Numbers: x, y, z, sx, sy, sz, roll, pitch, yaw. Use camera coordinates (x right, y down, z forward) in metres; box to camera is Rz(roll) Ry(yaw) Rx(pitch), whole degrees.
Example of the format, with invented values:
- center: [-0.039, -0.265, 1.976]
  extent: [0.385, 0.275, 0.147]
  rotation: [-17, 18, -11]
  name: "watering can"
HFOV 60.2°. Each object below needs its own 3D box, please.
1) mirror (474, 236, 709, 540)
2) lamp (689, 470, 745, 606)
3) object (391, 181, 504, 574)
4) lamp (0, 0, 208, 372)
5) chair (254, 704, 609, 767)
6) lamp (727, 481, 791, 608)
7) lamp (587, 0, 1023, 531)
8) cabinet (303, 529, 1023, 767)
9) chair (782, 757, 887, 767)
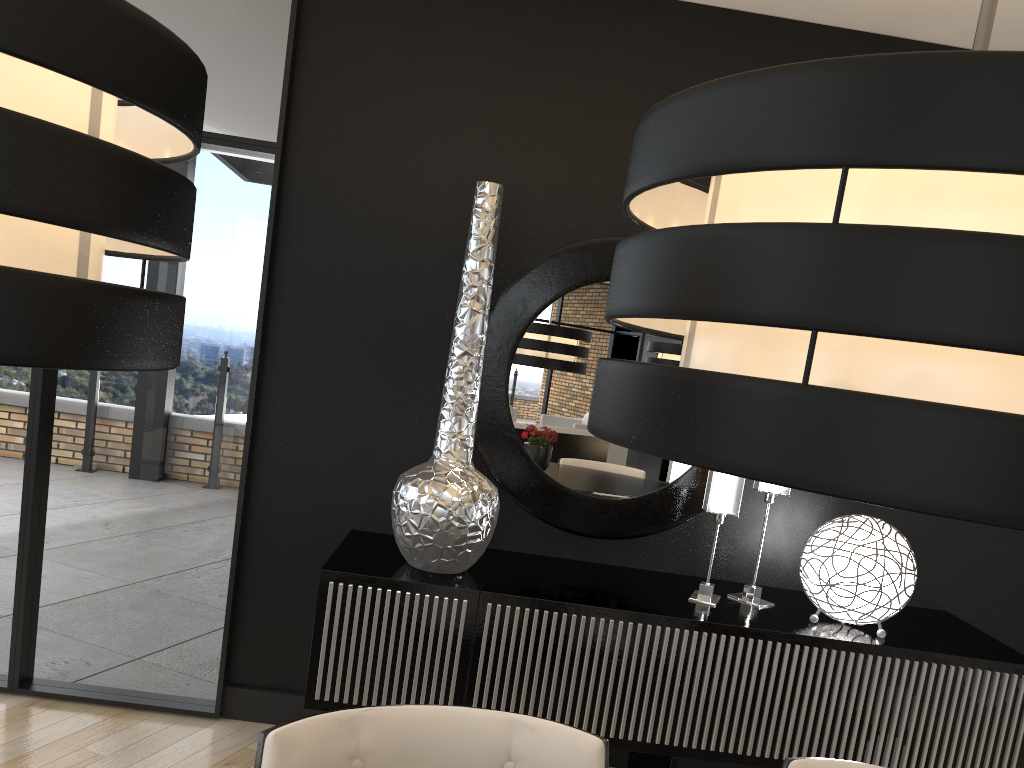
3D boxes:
- center: [0.374, 0.027, 3.147]
  extent: [1.077, 1.089, 0.025]
  rotation: [8, 7, -3]
  name: "mirror"
- center: [0.677, 0.487, 2.917]
  extent: [0.124, 0.470, 0.131]
  rotation: [11, 7, 20]
  name: "lamp"
- center: [-0.154, -0.011, 2.777]
  extent: [0.343, 1.221, 0.340]
  rotation: [9, 7, 6]
  name: "object"
- center: [-0.462, -0.708, 0.642]
  extent: [0.536, 1.342, 0.529]
  rotation: [8, 7, -3]
  name: "lamp"
- center: [-0.132, 1.023, 1.438]
  extent: [0.644, 0.814, 0.608]
  rotation: [7, 6, -17]
  name: "chair"
- center: [0.854, 0.468, 2.978]
  extent: [0.125, 0.556, 0.130]
  rotation: [3, 9, -40]
  name: "lamp"
- center: [0.427, -0.578, 0.681]
  extent: [0.536, 1.342, 0.529]
  rotation: [8, 7, -3]
  name: "lamp"
- center: [0.475, 1.080, 3.002]
  extent: [2.238, 0.775, 0.604]
  rotation: [8, 5, -2]
  name: "cabinet"
- center: [0.659, 1.141, 1.437]
  extent: [0.638, 0.814, 0.615]
  rotation: [11, 6, 26]
  name: "chair"
